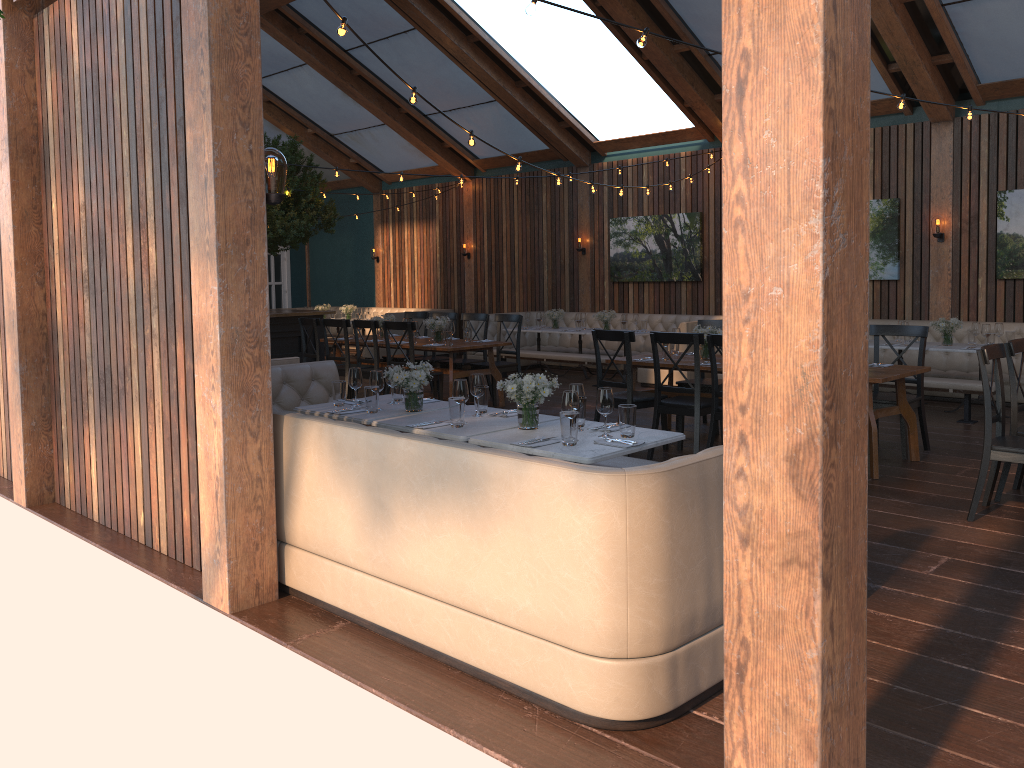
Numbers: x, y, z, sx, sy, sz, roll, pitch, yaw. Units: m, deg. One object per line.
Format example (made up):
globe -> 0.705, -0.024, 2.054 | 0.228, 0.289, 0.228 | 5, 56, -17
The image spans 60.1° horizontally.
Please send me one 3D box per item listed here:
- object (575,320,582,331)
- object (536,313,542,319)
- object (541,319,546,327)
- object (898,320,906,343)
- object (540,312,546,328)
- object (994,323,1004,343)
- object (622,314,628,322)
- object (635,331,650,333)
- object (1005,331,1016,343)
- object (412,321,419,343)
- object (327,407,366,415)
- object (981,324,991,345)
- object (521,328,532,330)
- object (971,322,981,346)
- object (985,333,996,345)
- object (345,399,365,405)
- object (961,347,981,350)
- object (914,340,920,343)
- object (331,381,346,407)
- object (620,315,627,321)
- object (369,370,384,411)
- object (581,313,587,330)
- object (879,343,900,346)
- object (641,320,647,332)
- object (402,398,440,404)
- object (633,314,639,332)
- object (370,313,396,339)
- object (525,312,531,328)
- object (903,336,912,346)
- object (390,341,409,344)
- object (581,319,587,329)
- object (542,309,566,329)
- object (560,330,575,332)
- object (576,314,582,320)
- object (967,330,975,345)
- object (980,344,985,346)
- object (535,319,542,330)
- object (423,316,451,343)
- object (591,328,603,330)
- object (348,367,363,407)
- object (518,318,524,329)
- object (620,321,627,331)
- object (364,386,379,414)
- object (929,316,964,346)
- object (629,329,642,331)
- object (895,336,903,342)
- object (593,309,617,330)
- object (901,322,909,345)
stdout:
object -> 0.938, -0.823, 12.490 | 0.092, 0.157, 0.092 | 2, 5, 31
object -> 0.406, -0.938, 13.143 | 0.092, 0.243, 0.092 | -1, 4, 2
object -> 0.481, -0.944, 13.524 | 0.092, 0.157, 0.092 | 2, 5, 31
object -> 4.270, -0.573, 9.689 | 0.092, 0.243, 0.092 | -1, 4, -3
object -> 0.465, -0.973, 13.413 | 0.092, 0.243, 0.092 | -1, 4, 2
object -> 4.934, -0.494, 8.967 | 0.092, 0.243, 0.092 | -1, 4, -3
object -> 1.572, -0.856, 12.328 | 0.092, 0.243, 0.092 | -1, 4, 2
object -> 1.735, -0.702, 11.974 | 0.255, 0.019, 0.158 | 6, 10, 44
object -> 5.043, -0.451, 8.954 | 0.092, 0.157, 0.092 | 2, 5, 31
object -> -1.107, -0.594, 10.106 | 0.092, 0.243, 0.092 | -4, 5, -42
object -> -0.990, 0.157, 5.409 | 0.158, 0.019, 0.256 | 6, 10, 44
object -> 4.756, -0.480, 8.877 | 0.092, 0.243, 0.092 | -1, 4, -3
object -> 0.244, -0.819, 13.117 | 0.158, 0.019, 0.256 | 6, 10, 44
object -> 4.805, -0.516, 9.164 | 0.092, 0.243, 0.092 | -1, 4, -3
object -> 4.742, -0.424, 8.771 | 0.092, 0.157, 0.092 | 2, 5, 31
object -> -1.023, 0.112, 5.782 | 0.255, 0.019, 0.158 | 6, 10, 44
object -> 4.595, -0.361, 8.851 | 0.158, 0.019, 0.256 | 6, 10, 44
object -> 4.434, -0.467, 9.727 | 0.158, 0.019, 0.256 | 6, 10, 44
object -> -1.100, 0.062, 5.630 | 0.092, 0.157, 0.092 | 2, 5, 31
object -> 1.523, -0.820, 12.041 | 0.092, 0.243, 0.092 | -4, 5, -42
object -> -0.829, 0.039, 5.435 | 0.092, 0.243, 0.092 | -1, 4, 2
object -> 1.036, -0.912, 12.853 | 0.092, 0.243, 0.092 | -1, 4, 2
object -> 4.024, -0.421, 9.407 | 0.158, 0.019, 0.256 | 6, 10, 44
object -> 1.810, -0.791, 12.118 | 0.092, 0.157, 0.092 | -2, 4, -9
object -> -0.605, 0.110, 5.743 | 0.158, 0.019, 0.256 | 6, 10, 44
object -> 1.701, -0.834, 12.131 | 0.092, 0.243, 0.092 | -1, 4, 2
object -> -1.581, -0.712, 10.860 | 0.329, 0.308, 0.337 | 4, 7, 40
object -> 0.242, -0.957, 13.321 | 0.092, 0.243, 0.092 | -1, 4, 2
object -> 4.171, -0.483, 9.326 | 0.092, 0.157, 0.092 | 2, 5, 31
object -> -1.258, -0.476, 10.080 | 0.158, 0.019, 0.256 | 6, 10, 44
object -> 1.052, -0.883, 12.963 | 0.092, 0.157, 0.092 | 2, 5, 31
object -> 0.629, -0.967, 13.085 | 0.337, 0.308, 0.330 | -4, 6, -33
object -> 0.791, -0.761, 12.571 | 0.158, 0.019, 0.256 | 6, 10, 44
object -> 0.952, -0.879, 12.596 | 0.092, 0.243, 0.092 | -1, 4, 2
object -> 4.821, -0.487, 9.274 | 0.092, 0.157, 0.092 | 2, 5, 31
object -> 4.970, -0.411, 9.202 | 0.158, 0.019, 0.256 | 6, 10, 44
object -> 0.391, -0.882, 13.037 | 0.092, 0.157, 0.092 | 2, 5, 31
object -> -0.852, -0.631, 10.106 | 0.329, 0.308, 0.338 | -2, 5, -8
object -> 1.201, -0.807, 12.891 | 0.158, 0.019, 0.256 | 6, 10, 44
object -> -0.993, 0.020, 5.613 | 0.092, 0.243, 0.092 | -1, 4, 2
object -> 0.134, -0.915, 13.339 | 0.092, 0.157, 0.092 | 2, 5, 31
object -> 1.509, -0.763, 11.935 | 0.092, 0.157, 0.092 | 2, 5, 31
object -> -0.843, 0.095, 5.329 | 0.092, 0.157, 0.092 | 2, 5, 31
object -> 4.549, -0.556, 9.258 | 0.336, 0.308, 0.331 | 1, 6, 19
object -> 1.737, -0.751, 12.366 | 0.158, 0.019, 0.256 | 6, 10, 44
object -> 4.285, -0.544, 9.799 | 0.092, 0.157, 0.092 | 2, 5, 31
object -> 1.315, -0.895, 12.415 | 0.336, 0.308, 0.330 | -4, 6, -29
object -> 4.185, -0.540, 9.432 | 0.092, 0.243, 0.092 | -1, 4, -3
